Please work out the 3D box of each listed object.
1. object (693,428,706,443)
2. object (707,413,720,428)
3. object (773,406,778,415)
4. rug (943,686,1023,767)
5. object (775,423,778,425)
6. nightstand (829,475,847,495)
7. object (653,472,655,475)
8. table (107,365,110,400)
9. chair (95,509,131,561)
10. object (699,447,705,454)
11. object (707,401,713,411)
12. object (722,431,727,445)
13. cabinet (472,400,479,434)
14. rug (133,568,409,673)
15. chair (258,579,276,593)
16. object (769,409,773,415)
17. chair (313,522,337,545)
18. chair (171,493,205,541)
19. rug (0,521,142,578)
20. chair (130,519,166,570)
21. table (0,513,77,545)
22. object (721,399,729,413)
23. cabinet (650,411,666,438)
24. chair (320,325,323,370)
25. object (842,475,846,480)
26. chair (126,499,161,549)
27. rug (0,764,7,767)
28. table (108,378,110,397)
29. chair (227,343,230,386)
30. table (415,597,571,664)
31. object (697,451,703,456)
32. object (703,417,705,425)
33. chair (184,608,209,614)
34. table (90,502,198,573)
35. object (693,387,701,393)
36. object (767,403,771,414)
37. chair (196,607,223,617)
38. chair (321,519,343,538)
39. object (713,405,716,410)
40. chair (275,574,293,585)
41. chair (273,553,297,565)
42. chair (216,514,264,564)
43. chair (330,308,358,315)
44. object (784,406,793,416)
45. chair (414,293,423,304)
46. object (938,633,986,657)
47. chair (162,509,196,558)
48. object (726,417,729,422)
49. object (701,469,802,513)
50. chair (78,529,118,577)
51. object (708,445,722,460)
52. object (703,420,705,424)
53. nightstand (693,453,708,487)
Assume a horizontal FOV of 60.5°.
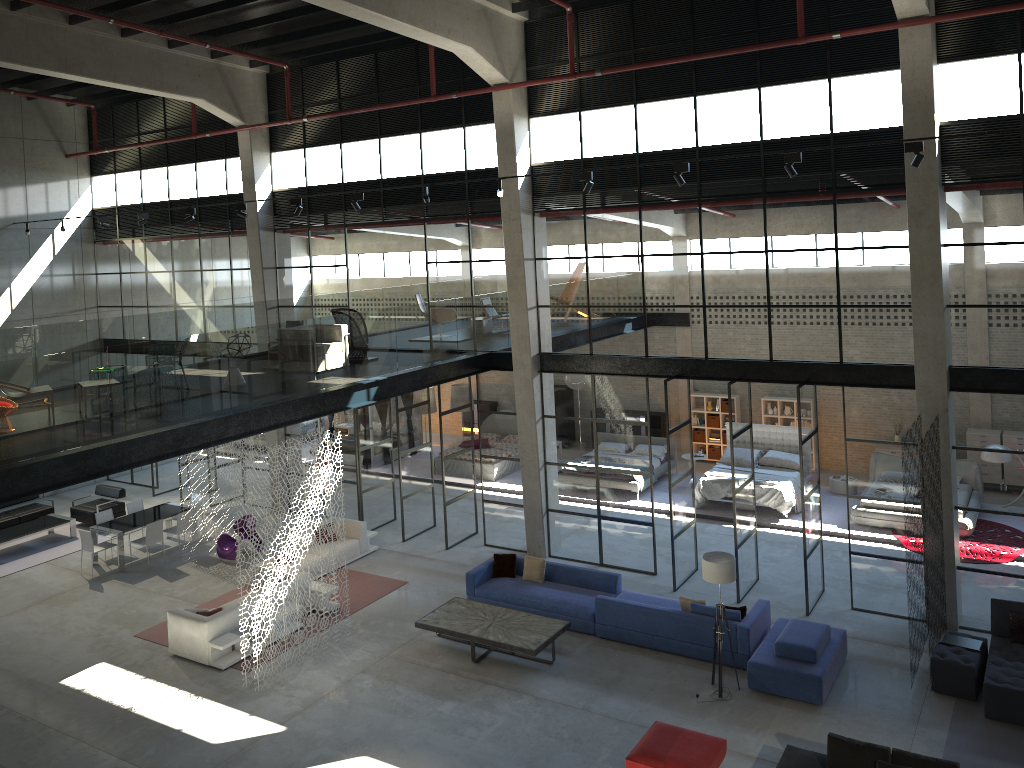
[{"bbox_3d":[4.915,1.337,22.813,0.323,0.296,0.327,1,7,32],"label":"object"},{"bbox_3d":[5.235,0.942,22.592,0.323,0.296,0.327,1,7,32],"label":"object"},{"bbox_3d":[6.532,0.658,21.757,0.100,0.203,0.100,-4,3,-30],"label":"object"},{"bbox_3d":[6.608,4.149,9.240,3.627,0.020,2.678,3,11,32],"label":"rug"},{"bbox_3d":[6.570,1.068,21.723,0.099,0.202,0.099,-5,3,-41],"label":"object"},{"bbox_3d":[7.293,2.227,19.319,0.579,0.298,0.485,1,8,29],"label":"nightstand"},{"bbox_3d":[2.207,1.992,20.435,2.110,0.245,0.726,3,10,32],"label":"object"},{"bbox_3d":[-6.100,0.000,13.277,0.392,0.514,0.416,-2,4,7],"label":"table"},{"bbox_3d":[-8.064,3.029,17.709,0.544,0.867,0.423,-1,3,32],"label":"chair"},{"bbox_3d":[4.939,1.778,22.793,0.139,0.235,0.139,-4,3,-21],"label":"object"},{"bbox_3d":[5.085,0.572,22.567,0.154,0.247,0.155,-1,4,24],"label":"object"},{"bbox_3d":[5.583,1.369,22.393,0.323,0.296,0.327,1,7,32],"label":"object"},{"bbox_3d":[-0.955,1.115,26.458,1.040,1.156,0.453,0,3,32],"label":"cabinet"},{"bbox_3d":[-3.914,3.754,14.726,2.646,0.020,3.671,3,11,32],"label":"rug"},{"bbox_3d":[-3.962,3.336,14.030,0.269,0.316,0.397,-1,6,19],"label":"chair"},{"bbox_3d":[6.418,0.687,21.753,0.110,0.156,0.110,1,5,43],"label":"object"},{"bbox_3d":[-3.571,2.865,16.796,0.412,0.334,0.257,-6,5,-25],"label":"chair"},{"bbox_3d":[-6.852,2.831,18.568,0.419,0.867,0.550,-1,4,32],"label":"chair"},{"bbox_3d":[-10.075,3.426,18.533,2.409,0.025,3.429,3,11,32],"label":"rug"},{"bbox_3d":[-7.095,3.082,17.101,0.544,0.867,0.423,-1,3,32],"label":"chair"},{"bbox_3d":[-10.286,3.242,18.463,0.900,0.405,1.823,2,10,32],"label":"table"},{"bbox_3d":[5.553,0.559,22.374,0.323,0.296,0.327,1,7,32],"label":"object"},{"bbox_3d":[3.195,1.330,23.928,2.081,1.155,0.453,2,4,32],"label":"cabinet"},{"bbox_3d":[-3.378,-0.561,14.940,0.804,0.829,0.993,0,7,32],"label":"chair"},{"bbox_3d":[7.330,2.044,19.256,0.170,0.089,0.168,-10,10,-44],"label":"object"},{"bbox_3d":[-7.694,2.914,18.302,0.544,0.867,0.423,-1,3,32],"label":"chair"},{"bbox_3d":[-7.147,4.845,8.996,2.646,0.020,3.671,3,11,32],"label":"rug"},{"bbox_3d":[-5.885,0.173,12.515,0.474,0.393,0.634,-6,8,-32],"label":"table"},{"bbox_3d":[-4.584,-0.395,14.372,0.565,0.798,0.610,-3,4,-1],"label":"chair"},{"bbox_3d":[-0.284,3.685,12.860,2.063,0.397,1.038,3,10,32],"label":"table"},{"bbox_3d":[4.351,1.605,20.291,0.168,0.089,0.170,-4,8,-6],"label":"object"},{"bbox_3d":[5.007,0.960,22.772,0.081,0.228,0.081,-4,2,-27],"label":"object"},{"bbox_3d":[-4.732,3.503,13.336,0.390,0.270,0.321,-2,6,7],"label":"chair"},{"bbox_3d":[-7.392,3.053,17.703,0.900,0.753,1.822,1,9,32],"label":"table"},{"bbox_3d":[4.840,0.157,22.973,0.233,0.151,0.053,1,4,30],"label":"object"},{"bbox_3d":[6.419,0.609,21.886,0.095,0.261,0.095,-3,2,-7],"label":"object"},{"bbox_3d":[-4.515,3.510,13.173,0.403,0.334,0.284,-4,5,-13],"label":"chair"},{"bbox_3d":[-3.483,2.830,16.981,0.382,0.336,0.255,-5,5,-24],"label":"chair"},{"bbox_3d":[5.216,0.608,22.667,0.185,0.131,0.187,-3,7,-4],"label":"object"},{"bbox_3d":[-3.772,3.288,14.267,0.268,0.321,0.400,0,7,34],"label":"chair"},{"bbox_3d":[-4.095,3.125,15.811,0.415,0.107,0.410,-5,9,-12],"label":"chair"},{"bbox_3d":[-5.349,3.031,17.272,0.655,0.745,0.805,0,6,32],"label":"chair"},{"bbox_3d":[-3.101,-0.952,16.777,0.687,0.983,0.834,-3,4,2],"label":"chair"},{"bbox_3d":[6.794,0.654,21.562,0.166,0.250,0.166,-4,4,-13],"label":"object"},{"bbox_3d":[-1.687,-1.611,20.271,0.980,1.024,0.794,-6,5,-29],"label":"chair"},{"bbox_3d":[5.870,3.411,11.455,0.518,0.099,0.303,4,11,37],"label":"object"},{"bbox_3d":[-6.724,2.967,17.694,0.544,0.867,0.423,-1,3,32],"label":"chair"},{"bbox_3d":[5.596,0.904,22.392,0.260,0.133,0.059,2,5,32],"label":"object"},{"bbox_3d":[5.015,2.236,18.642,2.280,0.655,0.658,3,8,35],"label":"object"},{"bbox_3d":[-7.936,3.166,16.836,0.419,0.867,0.550,-1,4,32],"label":"chair"},{"bbox_3d":[5.268,1.764,22.610,0.323,0.296,0.327,1,7,32],"label":"object"},{"bbox_3d":[5.023,1.002,22.892,0.065,0.106,0.065,-3,3,-13],"label":"object"},{"bbox_3d":[4.235,2.017,20.282,0.601,0.697,0.607,-2,5,4],"label":"nightstand"}]
